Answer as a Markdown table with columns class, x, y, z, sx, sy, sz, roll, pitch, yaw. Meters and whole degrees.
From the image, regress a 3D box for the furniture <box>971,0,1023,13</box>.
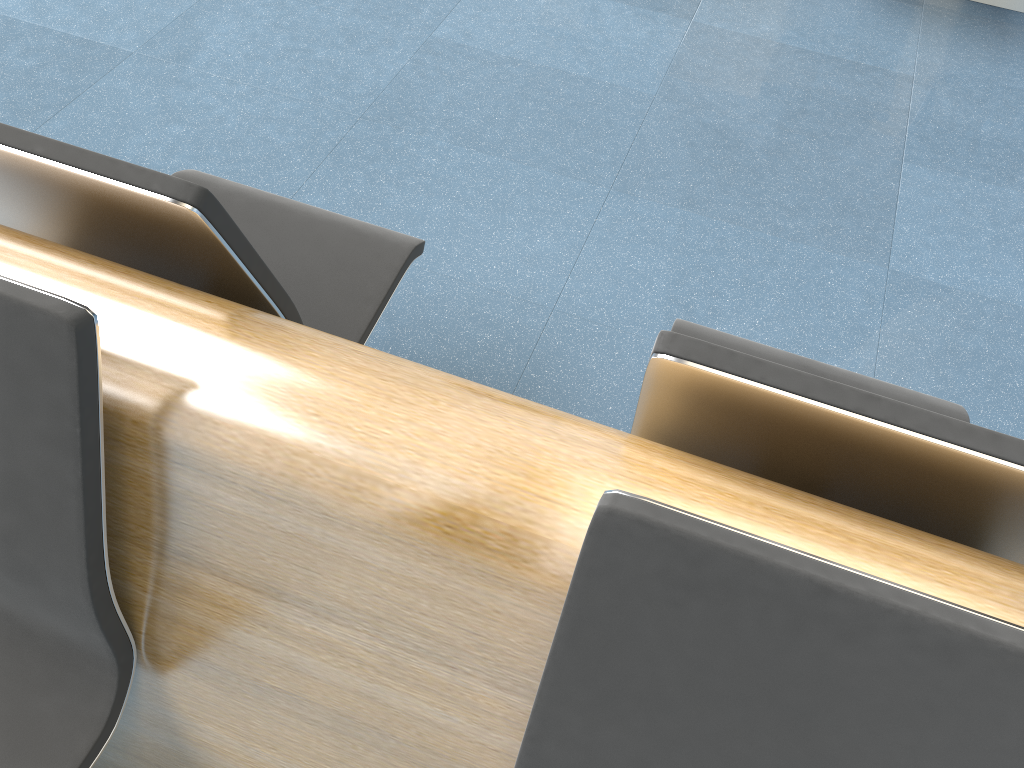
| class | x | y | z | sx | sy | sz | roll | pitch | yaw |
| --- | --- | --- | --- | --- | --- | --- | --- | --- | --- |
| furniture | 1.328 | -2.099 | 3.186 | 2.281 | 0.896 | 1.301 | 18 | 51 | 10 |

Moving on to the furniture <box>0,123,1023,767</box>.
| class | x | y | z | sx | sy | sz | roll | pitch | yaw |
| --- | --- | --- | --- | --- | --- | --- | --- | --- | --- |
| furniture | 0.151 | 0.330 | 1.084 | 2.281 | 0.896 | 1.301 | 18 | 51 | 10 |
